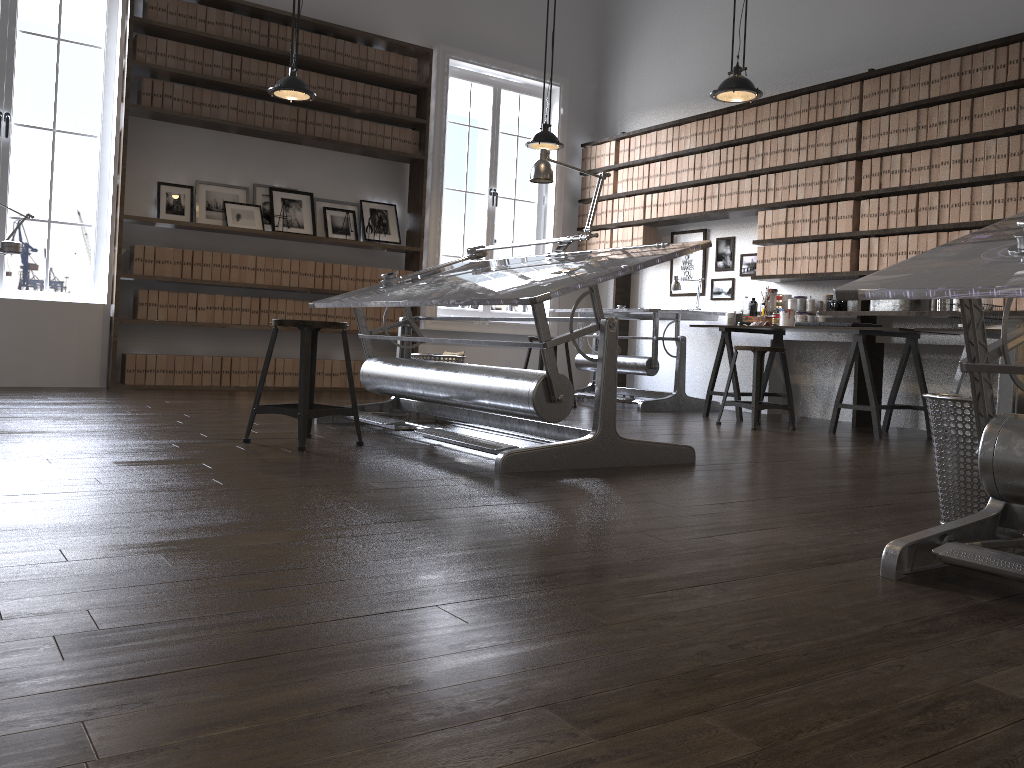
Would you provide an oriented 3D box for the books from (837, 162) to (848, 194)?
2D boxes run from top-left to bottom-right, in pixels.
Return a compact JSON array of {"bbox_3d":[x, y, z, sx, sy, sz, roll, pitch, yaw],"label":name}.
[{"bbox_3d":[2.384,-1.442,6.259,0.174,0.226,0.067,2,0,-34],"label":"books"}]

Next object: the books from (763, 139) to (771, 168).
[{"bbox_3d":[2.020,-1.754,6.824,0.174,0.226,0.067,2,0,-34],"label":"books"}]

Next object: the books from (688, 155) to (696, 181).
[{"bbox_3d":[1.575,-1.806,7.470,0.174,0.226,0.067,2,0,-34],"label":"books"}]

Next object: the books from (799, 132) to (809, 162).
[{"bbox_3d":[2.207,-1.732,6.540,0.174,0.226,0.067,2,0,-34],"label":"books"}]

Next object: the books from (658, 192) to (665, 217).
[{"bbox_3d":[1.367,-1.554,7.764,0.174,0.226,0.067,2,0,-34],"label":"books"}]

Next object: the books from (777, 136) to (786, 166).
[{"bbox_3d":[2.093,-1.745,6.706,0.174,0.226,0.067,2,0,-34],"label":"books"}]

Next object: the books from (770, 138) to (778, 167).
[{"bbox_3d":[2.060,-1.749,6.765,0.174,0.226,0.067,2,0,-34],"label":"books"}]

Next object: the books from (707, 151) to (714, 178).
[{"bbox_3d":[1.695,-1.792,7.298,0.174,0.226,0.067,2,0,-34],"label":"books"}]

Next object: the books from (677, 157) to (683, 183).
[{"bbox_3d":[1.502,-1.814,7.584,0.174,0.225,0.067,2,0,-34],"label":"books"}]

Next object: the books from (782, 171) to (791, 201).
[{"bbox_3d":[2.117,-1.473,6.659,0.174,0.226,0.067,2,0,-34],"label":"books"}]

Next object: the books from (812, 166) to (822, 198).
[{"bbox_3d":[2.265,-1.455,6.431,0.174,0.226,0.067,2,0,-34],"label":"books"}]

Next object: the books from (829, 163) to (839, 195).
[{"bbox_3d":[2.348,-1.446,6.320,0.174,0.226,0.067,2,0,-34],"label":"books"}]

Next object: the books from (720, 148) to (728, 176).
[{"bbox_3d":[1.773,-1.782,7.176,0.174,0.226,0.067,2,0,-34],"label":"books"}]

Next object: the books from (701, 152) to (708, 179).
[{"bbox_3d":[1.659,-1.796,7.358,0.174,0.226,0.067,2,0,-34],"label":"books"}]

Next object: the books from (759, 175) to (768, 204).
[{"bbox_3d":[1.993,-1.487,6.832,0.174,0.226,0.067,2,0,-34],"label":"books"}]

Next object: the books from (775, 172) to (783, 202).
[{"bbox_3d":[2.079,-1.478,6.718,0.174,0.226,0.067,2,0,-34],"label":"books"}]

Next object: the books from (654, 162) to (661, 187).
[{"bbox_3d":[1.345,-1.833,7.811,0.174,0.226,0.067,2,0,-34],"label":"books"}]

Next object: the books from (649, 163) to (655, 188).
[{"bbox_3d":[1.309,-1.837,7.872,0.174,0.226,0.067,2,0,-34],"label":"books"}]

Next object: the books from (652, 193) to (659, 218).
[{"bbox_3d":[1.324,-1.559,7.819,0.174,0.226,0.067,2,0,-34],"label":"books"}]

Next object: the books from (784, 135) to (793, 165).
[{"bbox_3d":[2.134,-1.740,6.653,0.174,0.225,0.067,2,0,-34],"label":"books"}]

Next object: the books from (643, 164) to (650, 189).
[{"bbox_3d":[1.262,-1.842,7.931,0.174,0.226,0.067,2,0,-34],"label":"books"}]

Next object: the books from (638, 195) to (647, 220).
[{"bbox_3d":[1.227,-1.577,7.960,0.174,0.226,0.067,2,0,-34],"label":"books"}]

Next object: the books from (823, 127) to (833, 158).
[{"bbox_3d":[2.324,-1.718,6.365,0.174,0.226,0.067,2,0,-34],"label":"books"}]

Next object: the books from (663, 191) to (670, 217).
[{"bbox_3d":[1.407,-1.549,7.707,0.174,0.226,0.067,2,0,-34],"label":"books"}]

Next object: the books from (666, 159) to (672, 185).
[{"bbox_3d":[1.428,-1.823,7.696,0.174,0.226,0.067,2,0,-34],"label":"books"}]

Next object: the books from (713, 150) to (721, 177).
[{"bbox_3d":[1.733,-1.787,7.236,0.174,0.226,0.067,2,0,-34],"label":"books"}]

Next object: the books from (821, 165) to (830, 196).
[{"bbox_3d":[2.308,-1.451,6.379,0.174,0.226,0.067,2,0,-34],"label":"books"}]

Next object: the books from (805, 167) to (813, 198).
[{"bbox_3d":[2.232,-1.460,6.489,0.174,0.225,0.067,2,0,-34],"label":"books"}]

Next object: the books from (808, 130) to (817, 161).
[{"bbox_3d":[2.250,-1.727,6.484,0.174,0.226,0.067,2,0,-34],"label":"books"}]

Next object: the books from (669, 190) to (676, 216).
[{"bbox_3d":[1.443,-1.545,7.647,0.174,0.226,0.067,2,0,-34],"label":"books"}]

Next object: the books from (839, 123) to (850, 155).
[{"bbox_3d":[2.399,-1.709,6.260,0.174,0.225,0.067,2,0,-34],"label":"books"}]

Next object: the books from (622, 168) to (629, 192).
[{"bbox_3d":[1.107,-1.860,8.158,0.174,0.226,0.067,2,0,-34],"label":"books"}]

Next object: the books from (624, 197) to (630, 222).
[{"bbox_3d":[1.116,-1.591,8.136,0.174,0.226,0.067,2,0,-34],"label":"books"}]

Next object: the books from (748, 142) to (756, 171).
[{"bbox_3d":[1.941,-1.763,6.942,0.174,0.226,0.067,2,0,-34],"label":"books"}]

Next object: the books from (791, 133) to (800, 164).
[{"bbox_3d":[2.168,-1.736,6.601,0.174,0.225,0.067,2,0,-34],"label":"books"}]

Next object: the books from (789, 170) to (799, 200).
[{"bbox_3d":[2.153,-1.469,6.599,0.174,0.226,0.067,2,0,-34],"label":"books"}]

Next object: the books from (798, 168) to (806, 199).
[{"bbox_3d":[2.195,-1.464,6.540,0.174,0.225,0.067,2,0,-34],"label":"books"}]

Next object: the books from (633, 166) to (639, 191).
[{"bbox_3d":[1.186,-1.851,8.049,0.174,0.225,0.067,2,0,-34],"label":"books"}]

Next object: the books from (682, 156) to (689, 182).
[{"bbox_3d":[1.536,-1.810,7.531,0.174,0.225,0.067,2,0,-34],"label":"books"}]

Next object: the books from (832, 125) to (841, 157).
[{"bbox_3d":[2.365,-1.713,6.313,0.174,0.225,0.067,2,0,-34],"label":"books"}]

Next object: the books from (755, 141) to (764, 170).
[{"bbox_3d":[1.977,-1.759,6.880,0.174,0.226,0.067,2,0,-34],"label":"books"}]

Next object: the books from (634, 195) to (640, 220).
[{"bbox_3d":[1.195,-1.581,8.015,0.174,0.225,0.067,2,0,-34],"label":"books"}]

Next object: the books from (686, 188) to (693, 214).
[{"bbox_3d":[1.561,-1.531,7.475,0.174,0.225,0.067,2,0,-34],"label":"books"}]

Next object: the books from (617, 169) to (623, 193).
[{"bbox_3d":[1.069,-1.865,8.220,0.174,0.226,0.067,2,0,-34],"label":"books"}]

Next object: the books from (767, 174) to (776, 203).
[{"bbox_3d":[2.037,-1.482,6.774,0.174,0.226,0.067,2,0,-34],"label":"books"}]

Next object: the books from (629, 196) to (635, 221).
[{"bbox_3d":[1.154,-1.586,8.077,0.174,0.226,0.067,2,0,-34],"label":"books"}]

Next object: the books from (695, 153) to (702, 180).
[{"bbox_3d":[1.618,-1.801,7.414,0.174,0.226,0.067,2,0,-34],"label":"books"}]

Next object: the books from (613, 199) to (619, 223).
[{"bbox_3d":[1.031,-1.600,8.250,0.174,0.226,0.067,2,0,-34],"label":"books"}]

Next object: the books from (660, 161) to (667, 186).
[{"bbox_3d":[1.388,-1.828,7.755,0.174,0.226,0.067,2,0,-34],"label":"books"}]

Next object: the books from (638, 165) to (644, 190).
[{"bbox_3d":[1.225,-1.847,7.996,0.174,0.225,0.067,2,0,-34],"label":"books"}]

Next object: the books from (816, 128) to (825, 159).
[{"bbox_3d":[2.290,-1.722,6.427,0.174,0.226,0.067,2,0,-34],"label":"books"}]

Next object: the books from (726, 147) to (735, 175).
[{"bbox_3d":[1.812,-1.778,7.126,0.174,0.225,0.067,2,0,-34],"label":"books"}]

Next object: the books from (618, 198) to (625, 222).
[{"bbox_3d":[1.074,-1.595,8.192,0.174,0.226,0.067,2,0,-34],"label":"books"}]

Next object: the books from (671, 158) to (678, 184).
[{"bbox_3d":[1.461,-1.819,7.637,0.174,0.226,0.067,2,0,-34],"label":"books"}]

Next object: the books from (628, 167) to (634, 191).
[{"bbox_3d":[1.147,-1.855,8.098,0.174,0.226,0.067,2,0,-34],"label":"books"}]

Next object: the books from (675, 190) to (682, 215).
[{"bbox_3d":[1.481,-1.540,7.585,0.174,0.226,0.067,2,0,-34],"label":"books"}]

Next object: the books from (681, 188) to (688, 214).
[{"bbox_3d":[1.522,-1.535,7.525,0.174,0.226,0.067,2,0,-34],"label":"books"}]
